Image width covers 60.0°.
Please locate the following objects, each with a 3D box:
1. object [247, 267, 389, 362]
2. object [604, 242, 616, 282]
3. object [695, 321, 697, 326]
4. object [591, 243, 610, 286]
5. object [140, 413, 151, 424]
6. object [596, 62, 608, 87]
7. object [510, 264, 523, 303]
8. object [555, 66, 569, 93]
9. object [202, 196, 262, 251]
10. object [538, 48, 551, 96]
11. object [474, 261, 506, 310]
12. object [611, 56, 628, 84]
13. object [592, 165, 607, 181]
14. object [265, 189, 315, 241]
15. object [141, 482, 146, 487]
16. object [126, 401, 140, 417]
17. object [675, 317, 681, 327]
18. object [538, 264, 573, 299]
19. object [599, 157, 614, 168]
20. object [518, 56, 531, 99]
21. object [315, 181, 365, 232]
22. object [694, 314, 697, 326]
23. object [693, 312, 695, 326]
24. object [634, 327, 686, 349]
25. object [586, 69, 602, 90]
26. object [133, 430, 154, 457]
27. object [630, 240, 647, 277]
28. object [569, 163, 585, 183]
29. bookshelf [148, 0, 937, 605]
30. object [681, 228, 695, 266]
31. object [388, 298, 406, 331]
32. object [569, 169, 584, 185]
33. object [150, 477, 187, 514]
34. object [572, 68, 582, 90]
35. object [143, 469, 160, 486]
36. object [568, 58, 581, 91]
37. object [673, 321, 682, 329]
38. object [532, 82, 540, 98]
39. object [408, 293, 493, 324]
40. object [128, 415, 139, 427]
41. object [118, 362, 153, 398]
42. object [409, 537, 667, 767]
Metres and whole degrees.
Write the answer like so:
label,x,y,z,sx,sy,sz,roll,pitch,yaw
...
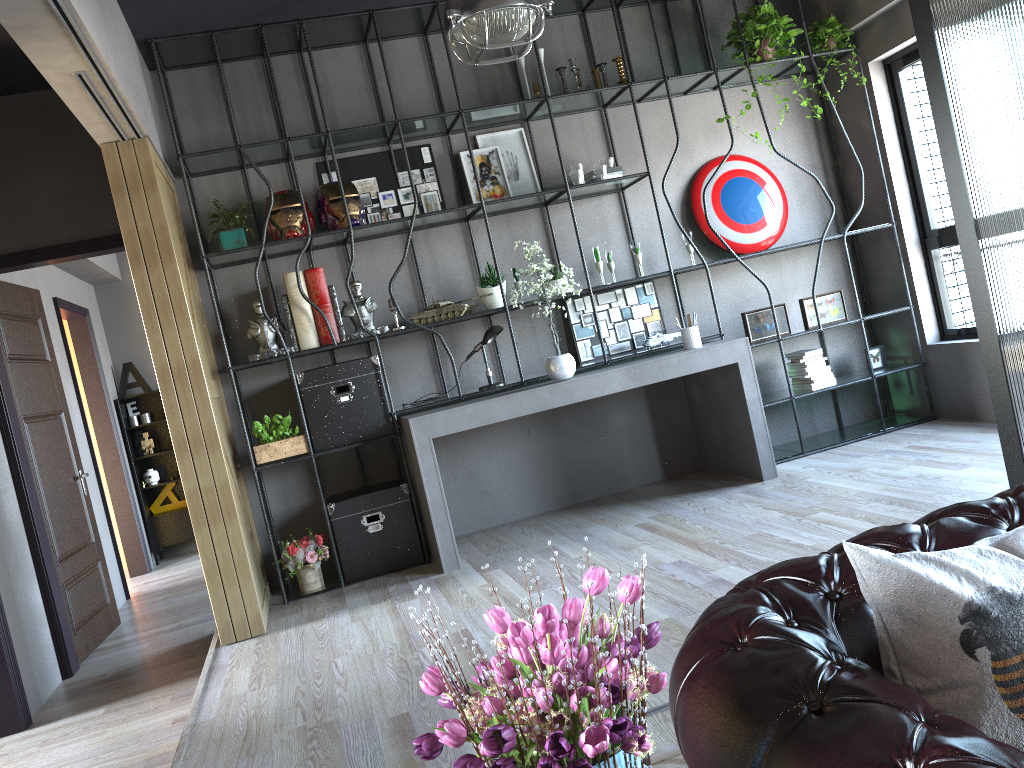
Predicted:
label,x,y,z,sx,sy,sz,roll,pitch,yaw
object,-1.210,-0.442,5.353,0.834,0.466,0.289,-13,2,-14
object,0.665,-0.820,6.008,0.113,0.301,0.113,-13,2,5
object,1.137,-0.314,5.523,0.068,0.159,0.009,-13,2,-1
object,0.555,-0.764,5.671,0.113,0.275,0.113,-13,2,-10
object,-3.696,0.350,8.945,0.095,0.101,0.095,-12,2,9
object,0.615,-2.016,5.877,0.084,0.233,0.084,-14,2,-33
object,0.040,-0.653,5.801,0.113,0.273,0.113,-11,3,43
object,0.339,-1.947,5.758,0.084,0.233,0.084,-12,2,13
object,-1.666,-0.926,5.238,0.294,0.339,0.325,-11,3,33
object,0.223,-2.006,5.840,0.128,0.390,0.128,-11,3,36
object,-0.128,-0.619,5.565,0.193,0.305,0.137,-12,2,20
object,0.716,-2.035,5.801,0.130,0.232,0.130,-14,3,-36
object,0.568,-1.337,5.656,0.092,0.099,0.093,-11,3,34
object,-1.338,-1.002,5.305,0.280,0.327,0.399,-13,3,-9
object,-3.640,0.993,8.752,0.042,0.054,0.031,-11,3,32
object,-3.829,0.254,8.958,0.107,0.151,0.055,-13,2,-14
object,1.067,-0.323,5.546,0.046,0.202,0.023,-12,2,22
object,0.262,-0.666,5.681,0.235,0.212,0.235,-11,3,31
object,0.636,-1.462,5.903,0.103,0.068,0.103,-14,3,-21
object,0.100,-1.980,5.883,0.128,0.390,0.128,-11,3,45
object,-1.036,-1.074,5.380,0.280,0.327,0.399,-14,3,-24
object,1.143,-0.351,5.541,0.062,0.169,0.009,-13,2,-14
object,1.139,-0.359,5.553,0.052,0.185,0.009,-13,2,-12
object,0.988,-0.310,5.912,0.379,0.111,0.352,-12,3,19
object,0.560,-1.955,5.746,0.189,0.152,0.190,-12,3,9
object,-3.680,0.586,8.851,0.190,0.254,0.129,-13,2,-15
object,0.824,-0.816,5.777,0.113,0.246,0.113,-13,2,5
object,0.429,-1.337,5.729,0.087,0.155,0.087,-13,2,-1
bookshelf,0.391,-0.834,5.768,4.486,3.281,0.526,-13,2,-14
object,1.202,-0.926,6.004,0.113,0.270,0.113,-14,2,-25
object,-0.709,-0.423,5.364,0.093,0.200,0.093,-14,2,-19
object,0.414,-1.300,5.618,0.092,0.099,0.093,-12,3,24
object,-3.499,1.126,9.019,0.393,0.321,0.057,-13,2,-14
object,0.447,-1.975,5.884,0.080,0.226,0.080,-15,3,-41
object,-3.597,0.930,8.846,0.139,0.162,0.139,-11,3,41
object,0.411,-1.966,5.701,0.100,0.243,0.100,-13,2,-5
object,1.086,-0.317,5.536,0.137,0.190,0.009,-13,2,-11
object,0.162,-1.848,5.635,0.135,0.129,0.135,-15,3,-41
object,-0.379,-0.492,5.561,0.576,0.170,0.207,-12,3,21
object,-3.804,0.376,8.917,0.095,0.101,0.095,-12,2,9
object,-3.842,-0.050,8.958,0.343,0.344,0.057,-13,2,-14
object,0.066,0.484,1.229,0.349,0.484,0.352,-12,2,17
